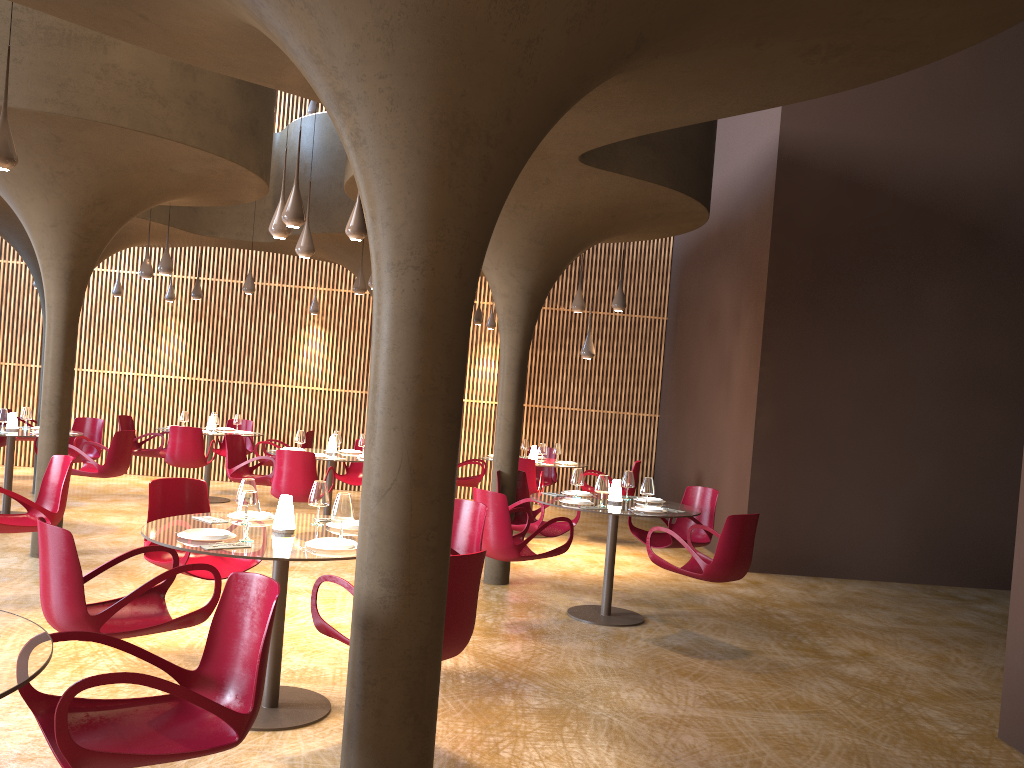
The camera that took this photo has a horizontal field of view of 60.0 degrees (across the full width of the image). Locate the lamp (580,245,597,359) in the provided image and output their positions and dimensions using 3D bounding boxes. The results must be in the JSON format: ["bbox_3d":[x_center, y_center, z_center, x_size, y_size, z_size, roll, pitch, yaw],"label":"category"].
[{"bbox_3d":[1.247,-3.461,11.667,0.195,6.279,0.196,5,1,42],"label":"lamp"}]

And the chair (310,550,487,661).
[{"bbox_3d":[-0.582,1.175,4.875,0.871,0.636,0.625,5,0,37],"label":"chair"}]

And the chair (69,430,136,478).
[{"bbox_3d":[-5.279,0.871,11.301,0.872,0.636,0.625,5,0,7],"label":"chair"}]

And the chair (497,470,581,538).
[{"bbox_3d":[0.221,1.295,9.606,0.871,0.636,0.625,4,0,44],"label":"chair"}]

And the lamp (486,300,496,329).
[{"bbox_3d":[-0.150,-4.179,16.910,0.195,6.279,0.196,5,1,22],"label":"lamp"}]

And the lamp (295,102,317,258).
[{"bbox_3d":[-1.847,-4.408,8.920,0.195,6.279,0.196,5,1,32],"label":"lamp"}]

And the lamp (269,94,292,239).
[{"bbox_3d":[-1.801,-4.417,7.782,0.196,6.279,0.196,5,1,22],"label":"lamp"}]

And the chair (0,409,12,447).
[{"bbox_3d":[-8.171,0.666,13.750,0.871,0.636,0.625,5,0,37],"label":"chair"}]

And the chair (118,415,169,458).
[{"bbox_3d":[-5.918,0.854,14.316,0.872,0.636,0.625,5,0,2],"label":"chair"}]

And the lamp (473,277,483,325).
[{"bbox_3d":[-0.372,-4.207,16.071,0.196,6.279,0.196,5,1,12],"label":"lamp"}]

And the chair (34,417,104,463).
[{"bbox_3d":[-6.265,0.807,12.667,0.625,0.636,0.873,5,0,7],"label":"chair"}]

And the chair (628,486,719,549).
[{"bbox_3d":[1.763,1.417,9.430,0.873,0.636,0.624,5,0,-36],"label":"chair"}]

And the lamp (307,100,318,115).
[{"bbox_3d":[-3.344,-6.120,15.352,0.196,2.962,0.195,4,1,-18],"label":"lamp"}]

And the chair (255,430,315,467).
[{"bbox_3d":[-3.670,1.036,14.410,0.872,0.636,0.625,5,0,-3],"label":"chair"}]

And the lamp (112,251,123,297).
[{"bbox_3d":[-7.030,-4.740,16.301,0.196,6.279,0.196,5,1,12],"label":"lamp"}]

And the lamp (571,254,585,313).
[{"bbox_3d":[1.169,-4.126,12.302,0.195,6.279,0.196,5,1,42],"label":"lamp"}]

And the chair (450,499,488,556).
[{"bbox_3d":[-0.608,1.192,6.515,0.624,0.636,0.873,5,0,42],"label":"chair"}]

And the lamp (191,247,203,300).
[{"bbox_3d":[-5.262,-4.608,15.449,0.196,6.279,0.196,5,1,12],"label":"lamp"}]

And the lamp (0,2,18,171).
[{"bbox_3d":[-3.121,-4.546,5.799,0.196,6.279,0.196,5,1,2],"label":"lamp"}]

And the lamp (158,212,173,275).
[{"bbox_3d":[-4.343,-4.577,11.695,0.195,6.279,0.196,5,1,32],"label":"lamp"}]

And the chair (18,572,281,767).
[{"bbox_3d":[-1.357,1.096,3.419,0.873,0.636,0.624,5,0,-40],"label":"chair"}]

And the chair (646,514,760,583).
[{"bbox_3d":[1.714,1.394,7.791,0.625,0.636,0.871,5,0,-41],"label":"chair"}]

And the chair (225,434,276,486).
[{"bbox_3d":[-3.419,1.027,11.867,0.872,0.636,0.625,5,0,12],"label":"chair"}]

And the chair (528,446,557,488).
[{"bbox_3d":[0.429,1.369,14.591,0.624,0.636,0.873,5,0,12],"label":"chair"}]

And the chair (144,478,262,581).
[{"bbox_3d":[-2.291,1.056,6.487,0.871,0.636,0.625,4,0,42],"label":"chair"}]

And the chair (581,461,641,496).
[{"bbox_3d":[1.480,1.439,13.336,0.872,0.636,0.625,5,0,7],"label":"chair"}]

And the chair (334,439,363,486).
[{"bbox_3d":[-2.177,1.140,12.935,0.625,0.636,0.873,5,0,7],"label":"chair"}]

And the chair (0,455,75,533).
[{"bbox_3d":[-4.153,0.917,7.395,0.624,0.636,0.873,5,0,45],"label":"chair"}]

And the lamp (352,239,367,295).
[{"bbox_3d":[-1.868,-4.371,12.249,0.195,6.279,0.196,5,1,32],"label":"lamp"}]

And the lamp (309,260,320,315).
[{"bbox_3d":[-3.496,-4.450,16.756,0.196,6.279,0.196,5,1,12],"label":"lamp"}]

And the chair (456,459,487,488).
[{"bbox_3d":[-0.840,1.256,13.693,0.872,0.636,0.625,5,0,2],"label":"chair"}]

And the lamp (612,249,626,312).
[{"bbox_3d":[1.662,-4.093,11.672,0.195,6.279,0.196,5,1,42],"label":"lamp"}]

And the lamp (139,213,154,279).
[{"bbox_3d":[-4.917,-4.614,12.467,0.195,6.279,0.196,5,1,32],"label":"lamp"}]

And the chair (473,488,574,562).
[{"bbox_3d":[0.041,1.261,7.976,0.873,0.636,0.624,5,0,-41],"label":"chair"}]

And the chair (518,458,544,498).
[{"bbox_3d":[0.108,1.317,12.357,0.625,0.636,0.873,5,0,7],"label":"chair"}]

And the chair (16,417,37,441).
[{"bbox_3d":[-8.344,0.671,15.430,0.624,0.636,0.873,5,0,37],"label":"chair"}]

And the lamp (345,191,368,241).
[{"bbox_3d":[-1.083,-4.362,7.541,0.196,6.279,0.195,4,1,-18],"label":"lamp"}]

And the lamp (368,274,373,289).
[{"bbox_3d":[-1.515,-4.352,11.420,0.195,6.279,0.196,5,1,32],"label":"lamp"}]

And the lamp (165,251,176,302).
[{"bbox_3d":[-6.145,-4.667,16.529,0.195,6.279,0.196,5,1,22],"label":"lamp"}]

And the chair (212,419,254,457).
[{"bbox_3d":[-4.879,0.952,15.583,0.625,0.636,0.872,5,0,-3],"label":"chair"}]

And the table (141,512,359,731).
[{"bbox_3d":[-1.494,1.501,5.631,1.674,1.131,1.670,5,0,-43],"label":"table"}]

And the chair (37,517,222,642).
[{"bbox_3d":[-2.133,1.050,4.855,0.873,0.636,0.624,5,0,-43],"label":"chair"}]

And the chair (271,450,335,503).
[{"bbox_3d":[-2.514,1.086,10.604,0.625,0.636,0.872,5,0,2],"label":"chair"}]

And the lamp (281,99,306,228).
[{"bbox_3d":[-1.523,-4.402,7.139,0.196,6.279,0.195,4,1,-18],"label":"lamp"}]

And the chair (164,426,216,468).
[{"bbox_3d":[-4.808,0.931,13.230,0.625,0.636,0.872,5,0,-8],"label":"chair"}]

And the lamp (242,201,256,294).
[{"bbox_3d":[-3.790,-4.511,13.556,0.196,6.279,0.196,5,1,12],"label":"lamp"}]

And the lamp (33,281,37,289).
[{"bbox_3d":[-8.264,-4.845,15.896,0.196,6.279,0.195,4,1,-18],"label":"lamp"}]
